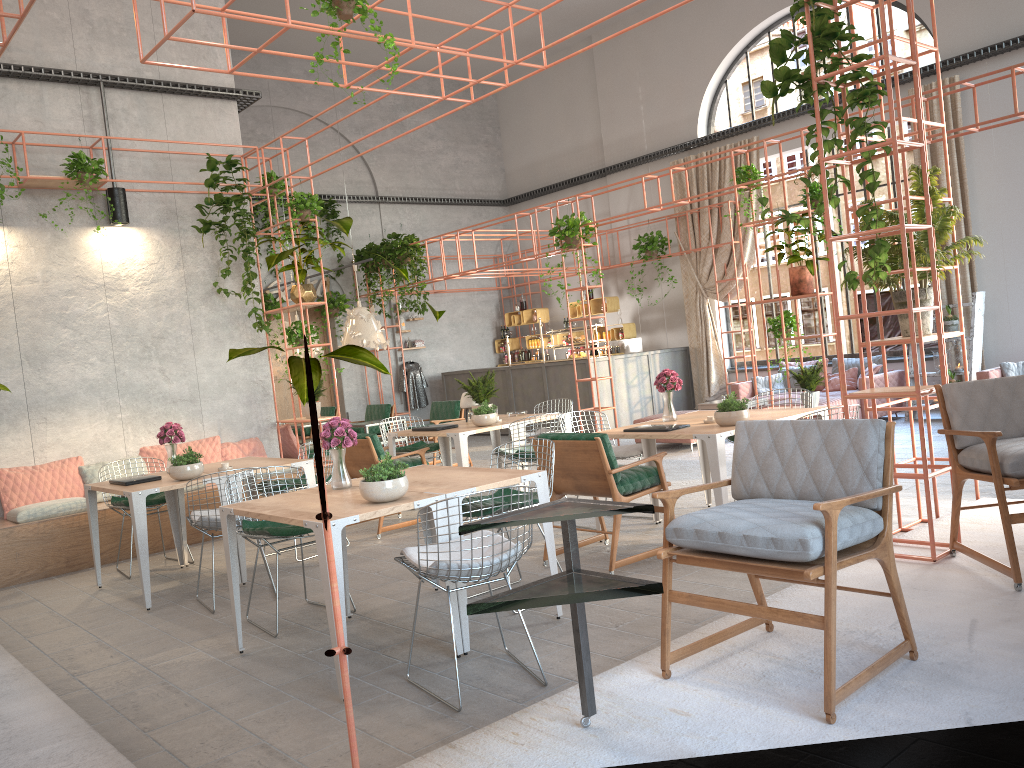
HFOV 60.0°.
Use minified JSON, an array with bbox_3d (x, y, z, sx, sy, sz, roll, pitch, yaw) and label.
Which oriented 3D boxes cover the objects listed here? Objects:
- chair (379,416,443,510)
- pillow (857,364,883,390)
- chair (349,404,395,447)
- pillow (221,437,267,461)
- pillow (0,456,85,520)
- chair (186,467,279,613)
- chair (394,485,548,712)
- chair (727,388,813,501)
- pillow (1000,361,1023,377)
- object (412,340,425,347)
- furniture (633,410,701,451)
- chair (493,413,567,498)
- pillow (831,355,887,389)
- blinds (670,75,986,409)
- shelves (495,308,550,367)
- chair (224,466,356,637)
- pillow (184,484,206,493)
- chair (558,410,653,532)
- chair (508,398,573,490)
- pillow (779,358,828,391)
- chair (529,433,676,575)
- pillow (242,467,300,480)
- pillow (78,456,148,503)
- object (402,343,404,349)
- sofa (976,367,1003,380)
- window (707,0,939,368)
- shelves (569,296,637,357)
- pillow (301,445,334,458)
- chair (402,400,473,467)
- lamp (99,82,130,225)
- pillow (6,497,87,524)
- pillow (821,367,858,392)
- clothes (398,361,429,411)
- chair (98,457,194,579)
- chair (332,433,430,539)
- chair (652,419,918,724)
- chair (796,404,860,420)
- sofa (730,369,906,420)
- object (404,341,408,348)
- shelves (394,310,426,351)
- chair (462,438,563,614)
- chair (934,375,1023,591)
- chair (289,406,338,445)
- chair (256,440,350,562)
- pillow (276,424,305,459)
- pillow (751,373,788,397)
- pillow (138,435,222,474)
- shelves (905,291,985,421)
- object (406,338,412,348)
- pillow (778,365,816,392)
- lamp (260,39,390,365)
[{"bbox_3d":[-1.019,0.812,9.450,0.565,0.941,0.717,-8,3,-39],"label":"chair"},{"bbox_3d":[4.927,-0.089,12.264,0.308,0.349,0.495,-6,2,10],"label":"pillow"},{"bbox_3d":[-2.190,0.798,13.543,0.685,0.930,0.722,-8,3,-40],"label":"chair"},{"bbox_3d":[-2.967,0.808,9.672,0.666,0.385,0.289,-9,3,-45],"label":"pillow"},{"bbox_3d":[-4.445,0.972,8.449,0.276,0.474,0.839,-5,3,40],"label":"pillow"},{"bbox_3d":[-1.959,1.040,6.220,0.565,0.941,0.717,-7,2,-24],"label":"chair"},{"bbox_3d":[-0.200,0.922,4.128,0.565,0.941,0.717,-7,2,-24],"label":"chair"},{"bbox_3d":[2.139,0.541,7.272,0.717,0.941,0.565,-8,3,-44],"label":"chair"},{"bbox_3d":[6.157,-0.130,10.625,0.500,0.324,0.307,-7,2,-5],"label":"pillow"},{"bbox_3d":[-1.848,-0.798,17.494,0.219,0.149,0.129,-8,3,-40],"label":"object"},{"bbox_3d":[2.293,0.599,11.875,0.941,0.446,0.976,-8,3,-40],"label":"furniture"},{"bbox_3d":[0.180,0.731,8.036,0.565,0.941,0.717,-7,2,-24],"label":"chair"},{"bbox_3d":[4.952,-0.155,12.724,0.273,0.476,0.836,-8,3,-40],"label":"pillow"},{"bbox_3d":[4.556,-1.840,13.733,0.414,4.389,4.957,-8,3,-39],"label":"blinds"},{"bbox_3d":[0.364,-0.589,18.168,0.328,1.838,1.750,-8,3,-40],"label":"shelves"},{"bbox_3d":[-1.400,1.003,5.543,0.565,0.941,0.717,-8,3,-39],"label":"chair"},{"bbox_3d":[-3.413,1.032,8.760,0.637,0.149,0.491,-8,3,-39],"label":"pillow"},{"bbox_3d":[0.784,0.690,7.333,0.565,0.941,0.717,-8,3,-39],"label":"chair"},{"bbox_3d":[0.335,0.662,9.390,0.717,0.941,0.565,-8,3,-44],"label":"chair"},{"bbox_3d":[4.378,-0.120,13.424,0.276,0.474,0.839,-8,3,-40],"label":"pillow"},{"bbox_3d":[0.629,0.759,6.093,0.685,0.917,0.722,-8,3,-40],"label":"chair"},{"bbox_3d":[-2.643,0.921,9.414,0.637,0.149,0.491,-8,3,-39],"label":"pillow"},{"bbox_3d":[-3.939,0.948,8.848,0.666,0.385,0.289,-9,3,-45],"label":"pillow"},{"bbox_3d":[-2.135,-0.770,17.268,0.055,0.164,0.092,-7,2,-21],"label":"object"},{"bbox_3d":[6.326,0.116,9.819,1.960,0.672,2.219,-8,3,-40],"label":"sofa"},{"bbox_3d":[4.892,-3.131,13.936,0.089,5.538,4.127,-8,3,-40],"label":"window"},{"bbox_3d":[1.598,-0.671,16.700,0.328,1.838,1.750,-8,3,-40],"label":"shelves"},{"bbox_3d":[-2.540,0.851,10.969,0.491,0.149,0.637,-8,3,-39],"label":"pillow"},{"bbox_3d":[-1.052,0.722,12.189,0.685,0.929,0.722,-8,3,-40],"label":"chair"},{"bbox_3d":[-4.043,-2.328,8.943,0.179,1.425,0.185,-8,3,-40],"label":"lamp"},{"bbox_3d":[-4.208,1.147,8.085,0.637,0.149,0.491,-8,3,-39],"label":"pillow"},{"bbox_3d":[4.680,-0.056,12.645,0.479,0.317,0.441,-5,3,31],"label":"pillow"},{"bbox_3d":[-1.911,0.047,17.374,0.366,0.997,0.625,-5,3,30],"label":"clothes"},{"bbox_3d":[-3.159,1.120,7.634,0.565,0.941,0.717,-8,3,-39],"label":"chair"},{"bbox_3d":[-1.173,0.880,8.211,0.685,0.917,0.722,-8,3,-40],"label":"chair"},{"bbox_3d":[1.015,0.627,3.351,0.685,0.929,0.722,-8,3,-40],"label":"chair"},{"bbox_3d":[1.984,0.609,5.918,0.565,0.941,0.717,-7,2,-24],"label":"chair"},{"bbox_3d":[4.053,0.268,12.522,1.960,0.672,2.219,-8,3,-40],"label":"sofa"},{"bbox_3d":[-2.071,-0.772,17.294,0.063,0.151,0.063,-5,3,36],"label":"object"},{"bbox_3d":[-1.989,-1.067,17.370,0.560,0.790,0.186,-8,3,-40],"label":"shelves"},{"bbox_3d":[-0.045,0.853,5.482,0.717,0.941,0.565,-8,3,-44],"label":"chair"},{"bbox_3d":[2.564,0.425,4.287,0.722,0.914,0.685,-6,2,0],"label":"chair"},{"bbox_3d":[-3.305,0.872,14.868,0.685,0.930,0.722,-8,3,-40],"label":"chair"},{"bbox_3d":[-1.804,0.971,7.574,0.717,0.941,0.565,-8,3,-44],"label":"chair"},{"bbox_3d":[-2.812,0.708,10.608,0.839,0.474,0.276,-5,3,40],"label":"pillow"},{"bbox_3d":[3.885,0.021,13.328,0.500,0.324,0.307,-7,2,-5],"label":"pillow"},{"bbox_3d":[-3.446,0.830,9.240,0.839,0.474,0.276,-7,2,-20],"label":"pillow"},{"bbox_3d":[5.750,-0.363,11.785,0.856,1.618,0.842,-8,3,-40],"label":"shelves"},{"bbox_3d":[-2.015,-0.807,17.354,0.081,0.204,0.081,-8,3,-40],"label":"object"},{"bbox_3d":[4.259,-0.071,13.339,0.289,0.385,0.666,-8,3,-40],"label":"pillow"},{"bbox_3d":[-3.293,-2.341,12.844,0.704,4.052,4.456,-8,3,-40],"label":"lamp"}]
